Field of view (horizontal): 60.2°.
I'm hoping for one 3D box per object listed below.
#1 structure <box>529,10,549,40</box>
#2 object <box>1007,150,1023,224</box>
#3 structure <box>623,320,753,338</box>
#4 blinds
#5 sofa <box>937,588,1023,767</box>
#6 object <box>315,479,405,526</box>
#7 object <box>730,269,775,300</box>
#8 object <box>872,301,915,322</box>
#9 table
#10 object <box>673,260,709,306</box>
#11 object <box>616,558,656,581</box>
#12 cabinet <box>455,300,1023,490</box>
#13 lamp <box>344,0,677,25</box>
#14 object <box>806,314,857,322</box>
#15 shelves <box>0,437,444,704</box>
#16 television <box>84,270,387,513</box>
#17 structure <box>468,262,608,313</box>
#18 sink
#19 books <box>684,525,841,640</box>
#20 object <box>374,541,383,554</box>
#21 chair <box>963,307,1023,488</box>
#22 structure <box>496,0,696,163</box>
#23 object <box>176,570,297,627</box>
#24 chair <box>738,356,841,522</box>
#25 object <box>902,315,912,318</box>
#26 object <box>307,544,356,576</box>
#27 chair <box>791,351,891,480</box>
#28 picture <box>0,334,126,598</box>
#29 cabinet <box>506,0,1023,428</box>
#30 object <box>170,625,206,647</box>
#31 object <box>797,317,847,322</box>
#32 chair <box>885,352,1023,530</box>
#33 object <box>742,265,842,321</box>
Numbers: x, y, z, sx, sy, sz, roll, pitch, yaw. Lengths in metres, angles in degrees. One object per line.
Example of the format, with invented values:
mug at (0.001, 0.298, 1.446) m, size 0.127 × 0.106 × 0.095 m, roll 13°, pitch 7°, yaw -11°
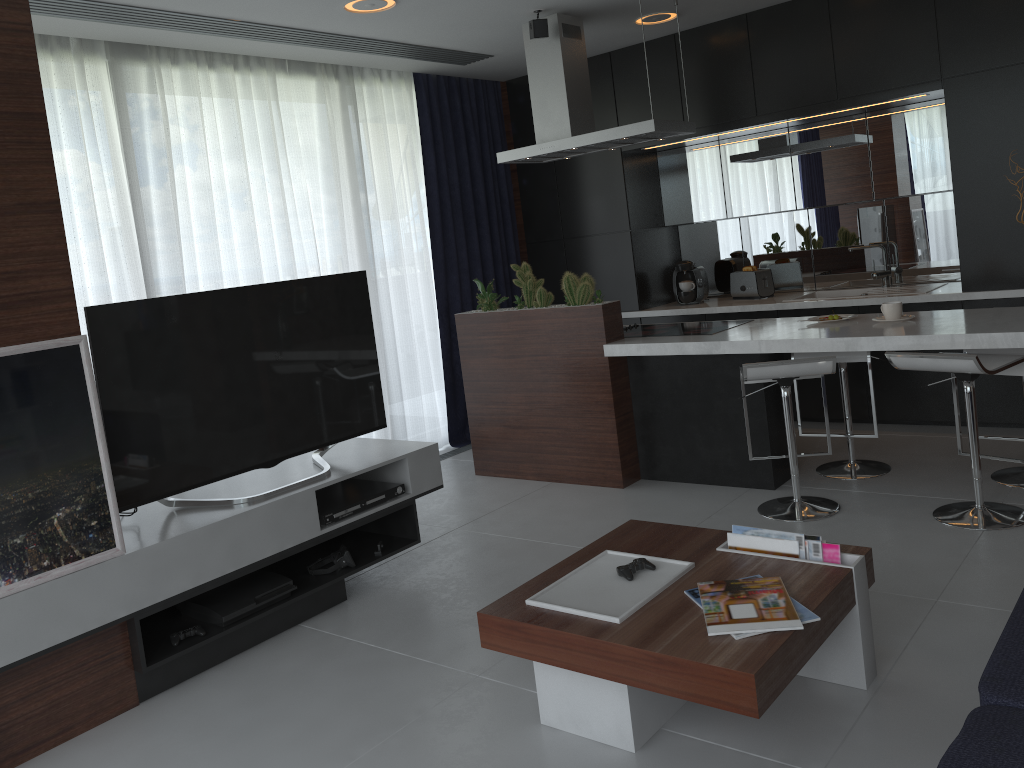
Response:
structure at (0.143, -1.940, 4.790) m, size 0.085 × 0.141 × 0.115 m, roll -8°, pitch 6°, yaw -10°
object at (2.002, -0.577, 3.307) m, size 0.197 × 0.729 × 0.391 m, roll -6°, pitch 5°, yaw 21°
structure at (0.853, -0.285, 4.799) m, size 0.762 × 0.056 × 0.510 m, roll 0°, pitch 11°, yaw 40°
blinds at (0.680, -0.514, 2.286) m, size 7.127 × 2.752 × 5.858 m, roll 1°, pitch 11°, yaw 43°
sofa at (0.758, 0.705, 1.400) m, size 1.896 × 0.603 × 2.904 m, roll 0°, pitch 11°, yaw 39°
object at (-0.711, 0.485, 3.651) m, size 0.335 × 0.052 × 0.435 m, roll 0°, pitch 11°, yaw 39°
object at (1.627, -0.677, 6.012) m, size 0.177 × 0.194 × 0.261 m, roll -11°, pitch 8°, yaw -29°
object at (1.737, -0.328, 4.029) m, size 0.181 × 0.086 × 0.184 m, roll -5°, pitch 8°, yaw 16°
table at (0.484, 0.703, 2.462) m, size 0.804 × 0.350 × 0.809 m, roll -1°, pitch 10°, yaw 40°
object at (1.250, -0.719, 6.205) m, size 0.214 × 0.310 × 0.272 m, roll -5°, pitch 6°, yaw 25°
object at (0.350, 0.523, 2.520) m, size 0.113 × 0.036 × 0.071 m, roll -13°, pitch 10°, yaw -37°
cabinet at (1.119, -0.782, 4.377) m, size 3.328 × 2.534 × 0.793 m, roll -1°, pitch 7°, yaw 40°
lamp at (2.305, -2.219, 4.613) m, size 5.330 × 0.084 × 9.699 m, roll -3°, pitch 10°, yaw 26°
object at (1.560, -0.315, 4.315) m, size 0.238 × 0.019 × 0.241 m, roll -5°, pitch 9°, yaw 12°
shelves at (-1.366, 0.733, 3.261) m, size 0.871 × 0.495 × 2.375 m, roll -1°, pitch 11°, yaw 39°
television at (-0.999, 0.009, 3.442) m, size 0.297 × 0.780 × 1.243 m, roll -3°, pitch 8°, yaw 40°
structure at (0.097, -0.542, 4.893) m, size 0.999 × 0.284 × 0.225 m, roll 1°, pitch 9°, yaw 42°
sink at (2.183, -0.602, 5.486) m, size 0.852 × 0.489 × 0.509 m, roll -1°, pitch 9°, yaw 40°
books at (1.851, -0.093, 5.938) m, size 0.404 × 0.369 × 8.333 m, roll -5°, pitch 9°, yaw 19°
object at (-0.545, 0.675, 3.642) m, size 0.043 × 0.043 × 0.044 m, roll -2°, pitch 8°, yaw 40°
chair at (2.325, 0.048, 3.942) m, size 0.468 × 0.735 × 0.395 m, roll -12°, pitch 7°, yaw -44°
structure at (0.410, -1.688, 4.922) m, size 1.042 × 0.754 × 0.451 m, roll -1°, pitch 8°, yaw 40°
object at (-1.012, 0.781, 3.248) m, size 0.313 × 0.067 × 0.317 m, roll 0°, pitch 11°, yaw 39°
chair at (1.215, 0.212, 3.881) m, size 0.395 × 0.704 × 0.468 m, roll -6°, pitch 5°, yaw 13°
object at (1.779, -0.311, 4.075) m, size 0.036 × 0.012 × 0.166 m, roll -11°, pitch 9°, yaw -24°
object at (-0.726, 0.701, 3.515) m, size 0.184 × 0.078 × 0.117 m, roll -10°, pitch 8°, yaw -20°
chair at (1.684, 0.055, 4.408) m, size 0.395 × 0.735 × 0.468 m, roll -4°, pitch 6°, yaw 35°
picture at (-1.435, 0.239, 2.585) m, size 0.053 × 0.696 × 0.505 m, roll -4°, pitch 6°, yaw 40°
cabinet at (1.648, -1.077, 5.846) m, size 3.472 × 2.536 × 0.712 m, roll -1°, pitch 7°, yaw 40°
object at (-1.104, 0.848, 2.999) m, size 0.113 × 0.036 × 0.071 m, roll -13°, pitch 10°, yaw -37°
object at (1.514, -0.316, 4.292) m, size 0.248 × 0.008 × 0.027 m, roll -6°, pitch 8°, yaw 9°
chair at (1.822, 0.188, 3.544) m, size 0.467 × 0.704 × 0.396 m, roll -11°, pitch 6°, yaw -32°
object at (1.588, -0.554, 5.141) m, size 0.140 × 0.219 × 1.897 m, roll -7°, pitch 9°, yaw 5°
